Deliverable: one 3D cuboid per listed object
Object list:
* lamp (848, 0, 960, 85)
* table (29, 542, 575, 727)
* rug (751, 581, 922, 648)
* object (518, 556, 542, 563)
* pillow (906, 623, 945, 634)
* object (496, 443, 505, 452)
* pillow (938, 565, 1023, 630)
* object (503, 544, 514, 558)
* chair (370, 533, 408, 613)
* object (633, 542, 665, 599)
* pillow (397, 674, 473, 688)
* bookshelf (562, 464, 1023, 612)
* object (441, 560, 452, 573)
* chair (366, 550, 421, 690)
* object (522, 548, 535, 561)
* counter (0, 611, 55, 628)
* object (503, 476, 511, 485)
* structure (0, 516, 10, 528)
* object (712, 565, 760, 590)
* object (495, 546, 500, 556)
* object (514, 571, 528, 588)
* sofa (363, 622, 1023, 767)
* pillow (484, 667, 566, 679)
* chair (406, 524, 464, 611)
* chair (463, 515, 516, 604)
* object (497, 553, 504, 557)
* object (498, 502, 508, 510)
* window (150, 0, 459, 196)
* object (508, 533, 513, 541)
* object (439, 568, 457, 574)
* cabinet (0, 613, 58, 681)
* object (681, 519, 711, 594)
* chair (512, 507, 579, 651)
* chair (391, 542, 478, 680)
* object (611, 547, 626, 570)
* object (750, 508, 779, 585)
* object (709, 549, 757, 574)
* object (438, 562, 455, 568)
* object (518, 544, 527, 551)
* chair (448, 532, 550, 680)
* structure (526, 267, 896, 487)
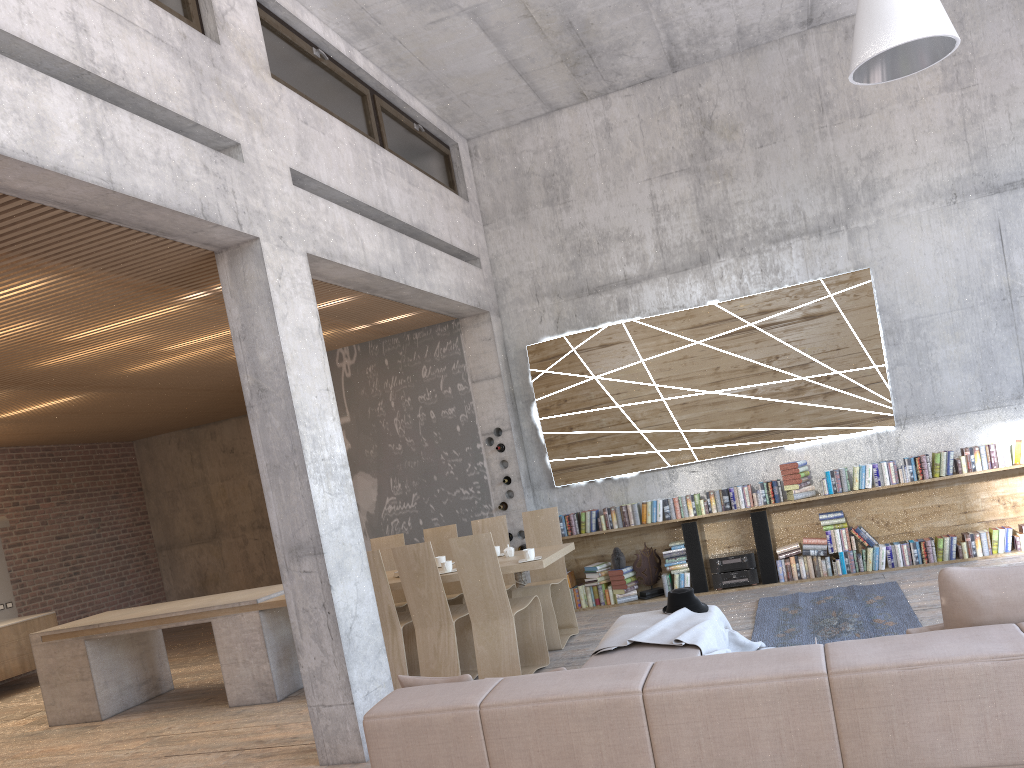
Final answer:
[{"bbox_3d":[1.683,-0.139,2.809,0.758,3.434,2.617,-10,0,5],"label":"lamp"},{"bbox_3d":[-1.955,2.323,8.040,5.232,0.926,1.003,-12,-2,19],"label":"table"},{"bbox_3d":[2.369,1.805,6.482,1.172,0.049,2.899,-12,-5,17],"label":"rug"},{"bbox_3d":[0.143,1.381,6.885,0.185,0.014,0.185,-11,-5,4],"label":"object"},{"bbox_3d":[1.632,1.027,3.245,0.375,0.374,0.169,-11,2,-8],"label":"pillow"},{"bbox_3d":[-0.105,0.676,9.304,0.091,0.090,0.333,-11,-5,17],"label":"object"},{"bbox_3d":[1.822,0.869,3.057,0.568,0.559,0.218,-11,2,20],"label":"pillow"},{"bbox_3d":[-0.026,1.420,7.458,0.089,0.112,0.122,-11,-1,9],"label":"object"},{"bbox_3d":[-1.190,2.059,8.272,0.351,1.198,0.715,-10,1,12],"label":"chair"},{"bbox_3d":[1.418,1.921,9.114,0.340,0.571,0.197,-11,2,-22],"label":"object"},{"bbox_3d":[-0.276,1.393,3.750,0.366,0.368,0.185,-11,1,23],"label":"pillow"},{"bbox_3d":[2.836,1.521,8.599,5.368,0.808,0.299,-12,1,19],"label":"bookshelf"},{"bbox_3d":[-0.524,1.489,7.143,0.092,0.088,0.118,-10,-2,-28],"label":"object"},{"bbox_3d":[-0.996,1.927,7.250,0.351,1.198,0.715,-10,1,15],"label":"chair"},{"bbox_3d":[0.141,1.337,6.870,0.092,0.088,0.118,-10,-2,-28],"label":"object"},{"bbox_3d":[-7.014,3.043,9.862,0.658,0.020,4.052,-12,-5,17],"label":"counter"},{"bbox_3d":[-0.028,1.026,9.359,0.094,0.093,0.344,-11,-5,17],"label":"object"},{"bbox_3d":[-7.465,1.797,9.860,0.209,0.157,4.052,-11,-5,17],"label":"structure"},{"bbox_3d":[2.256,1.947,8.828,0.444,0.164,0.291,-12,-3,18],"label":"object"},{"bbox_3d":[-0.150,1.474,7.709,0.092,0.088,0.118,-10,-2,-18],"label":"object"},{"bbox_3d":[0.112,2.158,9.200,0.247,0.685,0.272,-11,2,-20],"label":"object"},{"bbox_3d":[1.331,1.406,4.379,3.023,0.787,2.991,-12,-5,18],"label":"sofa"},{"bbox_3d":[0.104,1.348,3.645,0.373,0.360,0.184,-11,1,18],"label":"pillow"},{"bbox_3d":[-0.699,1.956,8.166,0.352,1.198,0.714,-10,1,18],"label":"chair"},{"bbox_3d":[-0.201,1.854,8.079,0.351,1.198,0.715,-10,1,13],"label":"chair"},{"bbox_3d":[-0.137,1.510,7.704,0.187,0.014,0.184,-13,-6,21],"label":"object"},{"bbox_3d":[-0.078,1.302,9.367,0.096,0.095,0.336,-11,-4,17],"label":"object"},{"bbox_3d":[-1.889,-2.278,5.104,0.114,0.607,8.383,-10,-5,17],"label":"window"},{"bbox_3d":[-0.019,1.650,9.474,0.091,0.090,0.333,-11,-5,17],"label":"object"},{"bbox_3d":[-0.523,1.533,7.157,0.185,0.014,0.185,-11,-5,4],"label":"object"},{"bbox_3d":[-7.280,2.722,9.909,1.085,2.072,4.087,-10,-3,18],"label":"cabinet"},{"bbox_3d":[1.882,1.770,8.945,0.153,0.762,0.269,-10,2,18],"label":"object"},{"bbox_3d":[0.256,1.748,7.870,0.352,1.198,0.714,-10,1,18],"label":"chair"},{"bbox_3d":[-0.529,1.822,7.071,0.352,1.198,0.713,-10,1,23],"label":"chair"},{"bbox_3d":[1.098,1.802,9.081,0.146,0.230,0.134,-10,1,15],"label":"object"},{"bbox_3d":[2.517,1.629,8.726,0.153,0.762,0.269,-10,2,18],"label":"object"},{"bbox_3d":[2.225,1.788,8.814,0.444,0.161,0.301,-12,-4,18],"label":"object"},{"bbox_3d":[-0.615,1.605,7.741,0.187,0.014,0.183,-14,-6,31],"label":"object"},{"bbox_3d":[0.155,1.751,9.385,0.096,0.095,0.336,-11,-4,17],"label":"object"},{"bbox_3d":[-0.075,1.715,6.849,0.352,1.198,0.713,-10,1,21],"label":"chair"},{"bbox_3d":[1.879,0.001,8.707,3.441,1.542,0.354,-12,2,19],"label":"structure"}]
